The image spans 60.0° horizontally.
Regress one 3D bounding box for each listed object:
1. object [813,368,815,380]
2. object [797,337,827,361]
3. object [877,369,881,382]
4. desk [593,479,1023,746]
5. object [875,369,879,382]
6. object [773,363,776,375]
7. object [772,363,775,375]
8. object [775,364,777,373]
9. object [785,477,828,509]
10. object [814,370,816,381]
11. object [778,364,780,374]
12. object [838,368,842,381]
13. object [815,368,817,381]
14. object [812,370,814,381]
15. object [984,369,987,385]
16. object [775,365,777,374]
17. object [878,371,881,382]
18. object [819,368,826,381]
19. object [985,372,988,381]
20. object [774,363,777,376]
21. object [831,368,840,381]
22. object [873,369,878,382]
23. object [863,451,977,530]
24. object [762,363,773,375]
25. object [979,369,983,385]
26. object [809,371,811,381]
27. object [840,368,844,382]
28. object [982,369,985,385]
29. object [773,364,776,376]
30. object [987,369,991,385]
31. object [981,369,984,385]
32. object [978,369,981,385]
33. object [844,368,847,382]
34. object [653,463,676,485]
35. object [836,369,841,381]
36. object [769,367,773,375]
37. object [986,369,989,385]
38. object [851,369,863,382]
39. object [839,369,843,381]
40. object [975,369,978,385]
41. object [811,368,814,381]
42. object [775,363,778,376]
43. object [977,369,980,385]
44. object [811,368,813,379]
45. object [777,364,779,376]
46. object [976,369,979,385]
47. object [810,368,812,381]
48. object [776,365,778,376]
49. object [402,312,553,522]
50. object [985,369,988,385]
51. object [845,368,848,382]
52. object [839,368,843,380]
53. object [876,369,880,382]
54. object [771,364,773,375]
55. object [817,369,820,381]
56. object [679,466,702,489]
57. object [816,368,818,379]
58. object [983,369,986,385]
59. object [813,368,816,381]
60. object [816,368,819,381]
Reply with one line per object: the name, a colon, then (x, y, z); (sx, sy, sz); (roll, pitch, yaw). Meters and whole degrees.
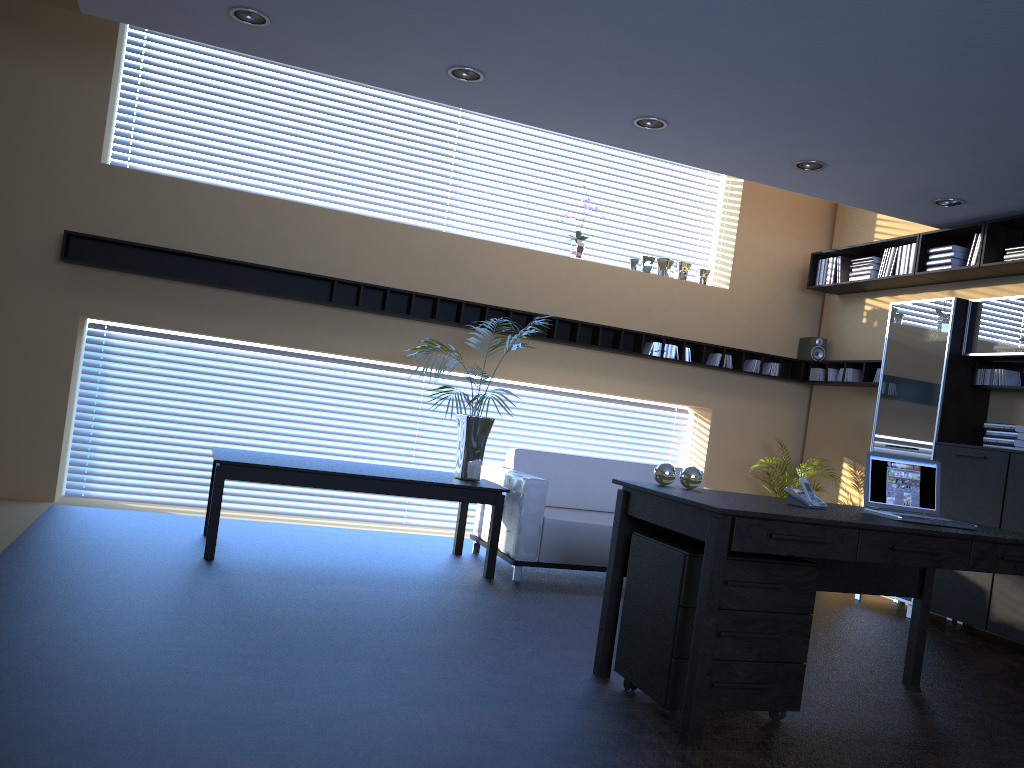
object: (2.906, -0.080, 8.363); (0.142, 0.120, 0.009); (8, 0, -20)
object: (2.889, -0.325, 8.530); (0.159, 0.229, 0.254); (8, -1, -9)
object: (3.186, -0.063, 7.565); (0.142, 0.120, 0.030); (8, 0, -20)
desk: (1.438, 1.015, 3.967); (1.897, 0.890, 0.913); (8, -1, -19)
object: (3.179, -0.063, 7.585); (0.142, 0.120, 0.030); (8, 0, -20)
object: (2.453, -0.141, 8.429); (0.006, 0.118, 0.140); (8, -1, -20)
object: (2.442, -0.142, 8.429); (0.009, 0.120, 0.142); (8, -1, -20)
object: (2.469, -0.138, 8.444); (0.006, 0.118, 0.140); (8, -1, -20)
object: (1.324, 0.486, 3.979); (0.130, 0.126, 0.146); (8, -1, -34)
object: (2.912, -0.080, 8.343); (0.142, 0.120, 0.009); (8, 0, -20)
object: (2.498, -0.134, 8.453); (0.009, 0.120, 0.142); (8, -1, -20)
object: (3.024, -0.073, 8.025); (0.142, 0.120, 0.030); (8, 0, -20)
object: (2.916, -0.080, 8.334); (0.142, 0.120, 0.009); (8, 0, -20)
object: (2.902, -0.081, 8.372); (0.142, 0.120, 0.009); (8, 0, -20)
object: (3.543, -0.042, 6.539); (0.142, 0.120, 0.009); (8, 0, -20)
object: (2.469, -0.138, 8.445); (0.009, 0.120, 0.142); (8, -1, -19)
object: (3.189, -0.063, 7.556); (0.142, 0.120, 0.030); (8, 0, -20)
object: (2.934, -0.077, 8.282); (0.142, 0.118, 0.040); (8, 0, -20)
object: (3.548, -0.041, 6.530); (0.142, 0.120, 0.009); (8, 0, -19)
object: (2.462, -0.139, 8.434); (0.009, 0.120, 0.142); (8, -1, -19)
object: (2.987, -0.074, 8.130); (0.142, 0.118, 0.040); (8, 0, -20)
object: (3.174, -0.063, 7.599); (0.142, 0.118, 0.040); (8, 0, -20)
object: (1.855, 0.480, 4.033); (0.390, 0.283, 0.323); (8, -1, -9)
object: (2.410, -0.145, 8.418); (0.040, 0.118, 0.142); (8, -1, -20)
object: (3.530, -0.043, 6.577); (0.142, 0.120, 0.009); (8, 0, -19)
object: (2.889, -0.082, 8.411); (0.142, 0.120, 0.009); (8, 0, -20)
object: (3.035, -0.072, 7.996); (0.142, 0.120, 0.030); (8, 0, -20)
object: (3.538, -0.042, 6.558); (0.140, 0.118, 0.006); (8, 0, -20)
object: (2.452, -0.140, 8.431); (0.009, 0.120, 0.142); (8, -1, -20)
object: (3.554, -0.041, 6.510); (0.142, 0.120, 0.009); (8, 0, -19)
object: (3.539, -0.042, 6.569); (0.142, 0.120, 0.009); (8, 0, -20)
object: (3.528, -0.043, 6.586); (0.140, 0.118, 0.006); (8, 0, -19)
object: (3.050, -0.072, 7.953); (0.142, 0.120, 0.009); (8, 0, -20)
object: (0.708, 0.416, 4.107); (0.105, 0.105, 0.105); (8, -1, 0)
object: (3.019, -0.072, 8.039); (0.142, 0.118, 0.040); (8, 0, -20)
object: (2.431, -0.143, 8.431); (0.009, 0.120, 0.142); (8, -1, -20)
object: (3.549, -0.042, 6.519); (0.140, 0.118, 0.006); (8, 0, -19)
object: (3.075, -0.069, 7.881); (0.142, 0.118, 0.040); (8, 0, -20)
object: (3.031, -0.072, 8.006); (0.142, 0.120, 0.030); (8, 0, -20)
object: (3.518, -0.043, 6.615); (0.142, 0.120, 0.009); (8, 0, -19)
object: (2.899, -0.081, 8.383); (0.142, 0.120, 0.009); (8, 0, -20)
object: (2.481, -0.136, 8.441); (0.009, 0.120, 0.142); (8, -1, -20)
object: (3.525, -0.043, 6.596); (0.140, 0.118, 0.006); (8, 0, -20)
object: (2.895, -0.081, 8.392); (0.142, 0.120, 0.009); (8, 0, -20)
object: (2.491, -0.135, 8.443); (0.009, 0.120, 0.142); (8, -1, -19)
object: (3.520, -0.043, 6.605); (0.142, 0.120, 0.009); (8, 0, -19)
object: (2.892, -0.081, 8.402); (0.142, 0.120, 0.009); (8, 0, -20)
object: (2.481, -0.136, 8.439); (0.006, 0.118, 0.140); (8, -1, -20)
object: (-0.313, 0.364, 6.865); (1.040, 1.859, 1.896); (8, -1, 1)
object: (3.547, -0.042, 6.529); (0.140, 0.118, 0.006); (8, 0, -19)
object: (3.053, -0.071, 7.944); (0.142, 0.120, 0.009); (8, 0, -20)
object: (3.028, -0.073, 8.015); (0.142, 0.120, 0.030); (8, 0, -20)
object: (3.183, -0.063, 7.575); (0.142, 0.120, 0.030); (8, 0, -20)
object: (2.431, -0.143, 8.430); (0.006, 0.118, 0.140); (8, -1, -19)
object: (2.926, -0.079, 8.305); (0.142, 0.120, 0.009); (8, 0, -20)
object: (0.826, 0.432, 4.095); (0.105, 0.105, 0.105); (8, -1, 0)
object: (2.919, -0.080, 8.324); (0.142, 0.120, 0.009); (8, 0, -20)
object: (3.542, -0.042, 6.549); (0.142, 0.120, 0.009); (8, 0, -20)
object: (2.909, -0.080, 8.353); (0.142, 0.120, 0.009); (8, 0, -20)
object: (2.923, -0.079, 8.314); (0.142, 0.120, 0.009); (8, 0, -20)
